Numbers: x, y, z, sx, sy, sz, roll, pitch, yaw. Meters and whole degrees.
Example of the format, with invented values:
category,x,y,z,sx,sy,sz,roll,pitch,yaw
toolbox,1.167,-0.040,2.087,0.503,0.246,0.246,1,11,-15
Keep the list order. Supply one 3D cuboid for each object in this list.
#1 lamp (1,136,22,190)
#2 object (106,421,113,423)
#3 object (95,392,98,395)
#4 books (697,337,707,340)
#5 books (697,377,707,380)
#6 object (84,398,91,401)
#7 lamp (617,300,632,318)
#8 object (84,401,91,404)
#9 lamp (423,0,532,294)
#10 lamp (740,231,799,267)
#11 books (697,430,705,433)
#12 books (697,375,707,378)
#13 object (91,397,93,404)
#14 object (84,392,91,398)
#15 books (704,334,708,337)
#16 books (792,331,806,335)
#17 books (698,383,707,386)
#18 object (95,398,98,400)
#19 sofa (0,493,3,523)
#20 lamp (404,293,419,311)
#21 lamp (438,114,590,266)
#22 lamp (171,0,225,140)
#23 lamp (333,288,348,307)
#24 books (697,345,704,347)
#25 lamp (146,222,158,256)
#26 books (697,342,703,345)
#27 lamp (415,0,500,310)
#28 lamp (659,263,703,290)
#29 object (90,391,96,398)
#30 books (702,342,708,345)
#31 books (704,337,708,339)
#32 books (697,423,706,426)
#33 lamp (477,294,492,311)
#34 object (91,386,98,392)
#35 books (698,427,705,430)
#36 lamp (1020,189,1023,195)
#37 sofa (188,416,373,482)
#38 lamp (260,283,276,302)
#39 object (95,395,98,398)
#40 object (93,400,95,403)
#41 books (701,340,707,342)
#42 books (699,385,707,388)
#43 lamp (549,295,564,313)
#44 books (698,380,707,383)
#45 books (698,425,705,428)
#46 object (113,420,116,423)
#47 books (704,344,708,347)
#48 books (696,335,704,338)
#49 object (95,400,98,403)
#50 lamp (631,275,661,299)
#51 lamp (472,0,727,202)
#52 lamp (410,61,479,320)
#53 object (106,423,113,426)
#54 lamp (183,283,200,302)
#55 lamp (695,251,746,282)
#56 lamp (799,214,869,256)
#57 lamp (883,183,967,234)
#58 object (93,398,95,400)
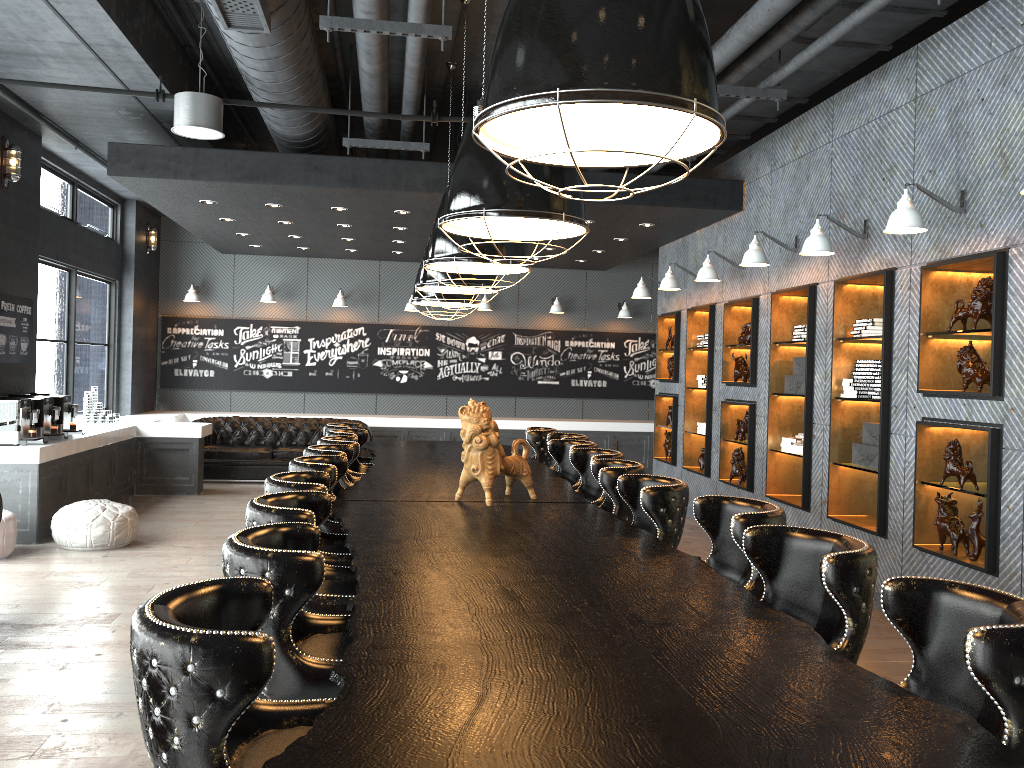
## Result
category,x,y,z,sx,sy,sz,roll,pitch,yaw
lamp,-4.567,-2.018,8.115,0.139,0.480,0.145,2,0,-8
object,-4.623,0.413,10.196,0.074,0.073,0.074,2,1,12
object,-4.897,0.088,10.402,0.074,0.073,0.074,2,1,23
books,2.183,-0.500,9.841,0.193,0.028,0.245,2,1,-3
books,2.163,-0.054,9.686,0.245,0.028,0.193,2,1,-5
object,-4.864,0.154,10.160,0.074,0.073,0.074,2,1,12
lamp,1.841,-1.217,14.436,0.243,0.287,0.490,2,1,8
object,-4.865,0.189,10.160,0.074,0.073,0.074,2,1,12
lamp,-0.169,-1.674,5.078,0.621,2.302,0.621,2,0,37
lamp,2.156,-1.135,7.406,0.490,0.287,0.243,2,1,8
books,2.175,0.522,9.689,0.179,0.034,0.243,1,1,-39
books,2.175,-0.082,9.687,0.245,0.028,0.193,1,1,-15
object,-4.877,0.187,10.242,0.074,0.073,0.074,2,1,12
object,-4.863,0.127,10.160,0.074,0.073,0.074,2,1,12
books,2.227,-0.523,9.556,0.193,0.028,0.245,1,1,-36
books,2.524,-0.427,7.498,0.193,0.028,0.245,1,1,-17
books,2.160,0.004,9.625,0.245,0.028,0.193,2,1,1
object,-4.898,0.150,10.402,0.074,0.073,0.074,2,1,23
sofa,-3.638,1.007,4.327,1.239,0.838,2.566,1,1,-9
lamp,-1.543,-1.286,13.956,0.243,0.287,0.490,2,1,8
lamp,0.035,-1.646,3.632,0.621,2.302,0.621,2,0,37
lamp,-2.326,-2.386,6.613,0.381,1.045,0.380,1,0,-40
lamp,-2.632,-1.342,13.801,0.243,0.287,0.490,2,1,8
books,2.181,-0.415,9.842,0.193,0.028,0.245,2,1,-4
lamp,-5.253,-2.110,12.958,0.139,0.480,0.145,2,0,-8
books,2.169,-0.444,9.861,0.193,0.028,0.245,2,1,4
lamp,-0.374,-1.701,6.523,0.621,2.302,0.621,2,0,37
lamp,1.841,-1.170,9.634,0.490,0.287,0.243,2,1,8
object,-4.886,0.124,10.321,0.074,0.073,0.074,2,1,12
books,2.205,-0.439,9.569,0.193,0.028,0.245,1,1,-21
books,2.226,-0.494,9.557,0.193,0.028,0.245,1,1,-28
books,2.171,0.443,9.698,0.225,0.029,0.179,1,1,-25
lamp,-0.409,-1.311,14.116,0.243,0.287,0.490,2,1,8
object,-4.896,0.062,10.402,0.074,0.073,0.074,2,1,23
books,2.165,0.493,9.703,0.166,0.024,0.227,1,1,-22
lamp,2.623,-1.036,4.098,0.490,0.287,0.243,2,1,8
sofa,-3.241,0.897,12.330,2.566,0.838,1.239,1,1,-9
lamp,-3.700,-1.398,13.650,0.243,0.287,0.490,2,1,8
object,-4.898,0.123,10.402,0.074,0.073,0.074,2,1,23
object,-4.888,0.186,10.321,0.074,0.073,0.074,2,1,12
books,2.222,-0.471,9.847,0.193,0.028,0.245,2,1,-1
books,2.185,0.032,9.670,0.245,0.028,0.193,1,1,-12
lamp,0.733,-1.282,14.278,0.243,0.287,0.490,2,1,8
books,2.176,-0.025,9.668,0.245,0.028,0.193,1,1,-8
books,2.187,0.469,9.707,0.243,0.024,0.175,1,1,-17
object,-4.634,0.411,10.278,0.074,0.073,0.074,2,1,12
books,2.223,-0.410,9.558,0.193,0.028,0.245,1,1,-29
books,2.184,-0.528,9.840,0.193,0.028,0.245,1,1,-11
object,-4.899,0.184,10.402,0.074,0.073,0.074,2,1,23
lamp,1.688,-1.180,10.707,0.490,0.287,0.243,2,1,8
lamp,0.240,-1.618,2.186,0.621,2.302,0.621,2,0,37
lamp,-0.578,-1.729,7.969,0.621,2.302,0.621,2,0,37
object,-4.624,0.447,10.197,0.074,0.073,0.074,2,1,12
lamp,-4.809,-1.392,13.493,0.243,0.287,0.490,2,1,8
lamp,2.002,-1.131,8.492,0.490,0.287,0.243,2,1,8
lamp,2.308,-1.071,6.327,0.490,0.287,0.243,2,1,8
lamp,2.460,-1.048,5.248,0.490,0.287,0.243,2,1,8
object,-4.887,0.151,10.321,0.074,0.073,0.074,2,1,12
